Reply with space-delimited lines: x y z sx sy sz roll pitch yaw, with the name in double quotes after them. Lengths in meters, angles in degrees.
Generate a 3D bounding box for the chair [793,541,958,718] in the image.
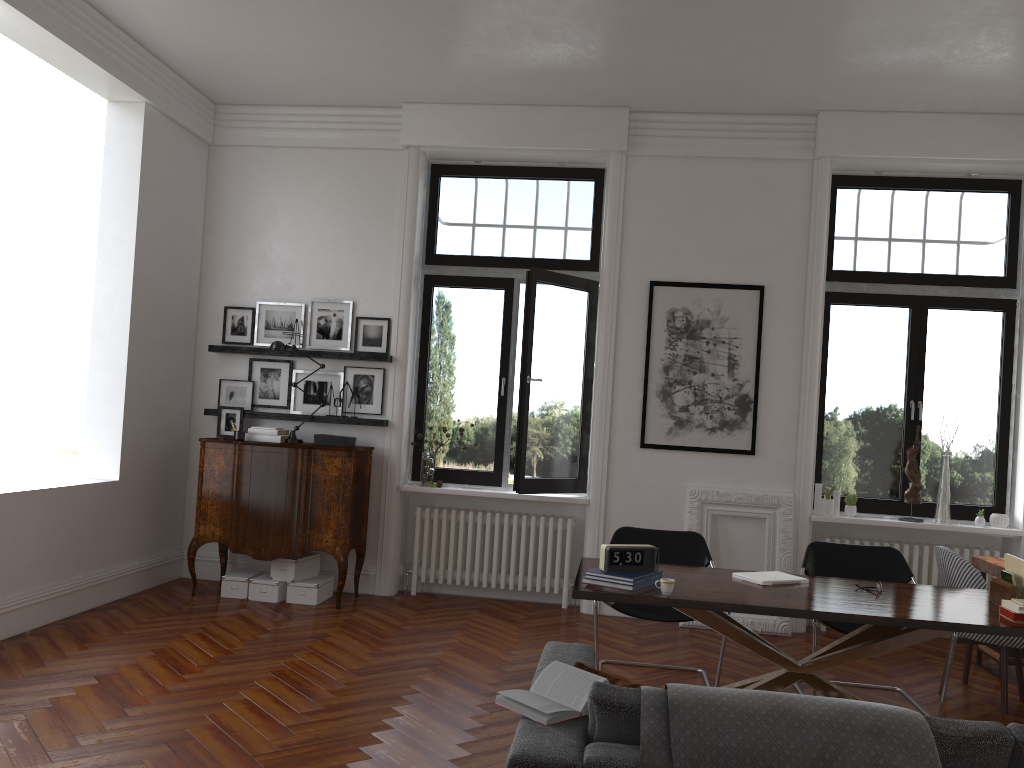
2.024 1.397 5.080 0.752 0.872 0.746 3 -1 7 "chair"

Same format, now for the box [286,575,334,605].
-1.570 1.608 6.918 0.245 0.177 0.394 3 -2 7 "box"

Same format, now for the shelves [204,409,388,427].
-1.767 0.275 7.254 1.514 0.055 0.156 3 -2 7 "shelves"

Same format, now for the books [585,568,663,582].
0.541 0.905 4.263 0.250 0.017 0.344 2 -3 32 "books"

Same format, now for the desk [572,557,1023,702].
1.411 1.390 4.353 2.226 0.751 1.030 3 -2 7 "desk"

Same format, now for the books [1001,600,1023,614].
2.331 1.001 3.959 0.207 0.028 0.164 3 -2 5 "books"

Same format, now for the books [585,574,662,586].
0.540 0.922 4.262 0.250 0.017 0.344 2 -3 32 "books"

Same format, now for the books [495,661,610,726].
0.130 0.922 2.668 0.279 0.096 0.224 5 -3 -41 "books"

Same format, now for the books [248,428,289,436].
-1.926 0.379 7.027 0.239 0.044 0.255 3 -2 7 "books"

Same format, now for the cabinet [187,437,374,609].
-1.805 1.069 6.942 1.266 1.217 0.640 3 -1 7 "cabinet"

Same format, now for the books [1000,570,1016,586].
2.414 0.991 4.302 0.041 0.157 0.128 3 -1 7 "books"

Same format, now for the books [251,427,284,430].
-1.930 0.349 7.007 0.200 0.014 0.179 3 -2 7 "books"

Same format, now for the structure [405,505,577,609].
-0.164 1.447 7.350 1.453 0.778 0.225 3 -1 7 "structure"

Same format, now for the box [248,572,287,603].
-1.848 1.591 6.922 0.244 0.177 0.394 3 -2 12 "box"

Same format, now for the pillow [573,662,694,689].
0.422 1.079 2.782 0.469 0.396 0.330 2 -2 44 "pillow"

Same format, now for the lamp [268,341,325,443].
-1.722 0.073 7.074 0.491 0.802 0.174 4 -1 -28 "lamp"

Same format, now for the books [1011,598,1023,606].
2.345 0.983 3.969 0.159 0.008 0.128 3 -2 8 "books"

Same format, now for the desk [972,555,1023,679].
3.421 1.559 5.294 0.647 0.757 1.799 3 -2 7 "desk"

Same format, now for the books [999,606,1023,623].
2.320 1.034 3.955 0.215 0.040 0.159 3 -2 9 "books"

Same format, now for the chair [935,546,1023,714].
2.837 1.451 5.350 0.547 0.899 0.716 4 -1 0 "chair"

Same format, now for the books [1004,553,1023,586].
2.456 0.958 4.278 0.043 0.239 0.310 3 -2 7 "books"

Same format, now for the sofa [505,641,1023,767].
1.347 1.331 2.731 2.644 0.828 1.263 3 -2 7 "sofa"

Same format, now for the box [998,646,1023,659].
3.418 1.772 5.963 0.317 0.082 0.296 3 -2 7 "box"

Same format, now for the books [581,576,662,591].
0.533 0.944 4.276 0.264 0.027 0.348 2 -3 32 "books"

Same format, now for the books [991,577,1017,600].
2.362 1.008 4.265 0.028 0.124 0.221 3 -2 7 "books"

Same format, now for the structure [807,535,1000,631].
3.078 1.634 6.950 1.453 0.778 0.225 3 -1 7 "structure"

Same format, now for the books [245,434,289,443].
-1.931 0.429 7.021 0.294 0.057 0.230 3 -2 7 "books"

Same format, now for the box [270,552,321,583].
-1.690 1.425 6.936 0.209 0.177 0.394 3 -2 17 "box"

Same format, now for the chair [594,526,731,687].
0.859 1.331 5.224 0.752 0.872 0.746 3 -1 7 "chair"

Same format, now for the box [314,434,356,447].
-1.404 0.450 7.039 0.282 0.086 0.208 3 -2 7 "box"

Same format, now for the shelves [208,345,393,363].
-1.734 -0.248 7.261 1.514 0.055 0.158 3 -2 7 "shelves"

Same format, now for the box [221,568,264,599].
-2.120 1.576 6.986 0.209 0.177 0.394 3 -2 2 "box"

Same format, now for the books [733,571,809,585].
1.347 1.011 4.614 0.326 0.026 0.231 5 -2 -28 "books"
